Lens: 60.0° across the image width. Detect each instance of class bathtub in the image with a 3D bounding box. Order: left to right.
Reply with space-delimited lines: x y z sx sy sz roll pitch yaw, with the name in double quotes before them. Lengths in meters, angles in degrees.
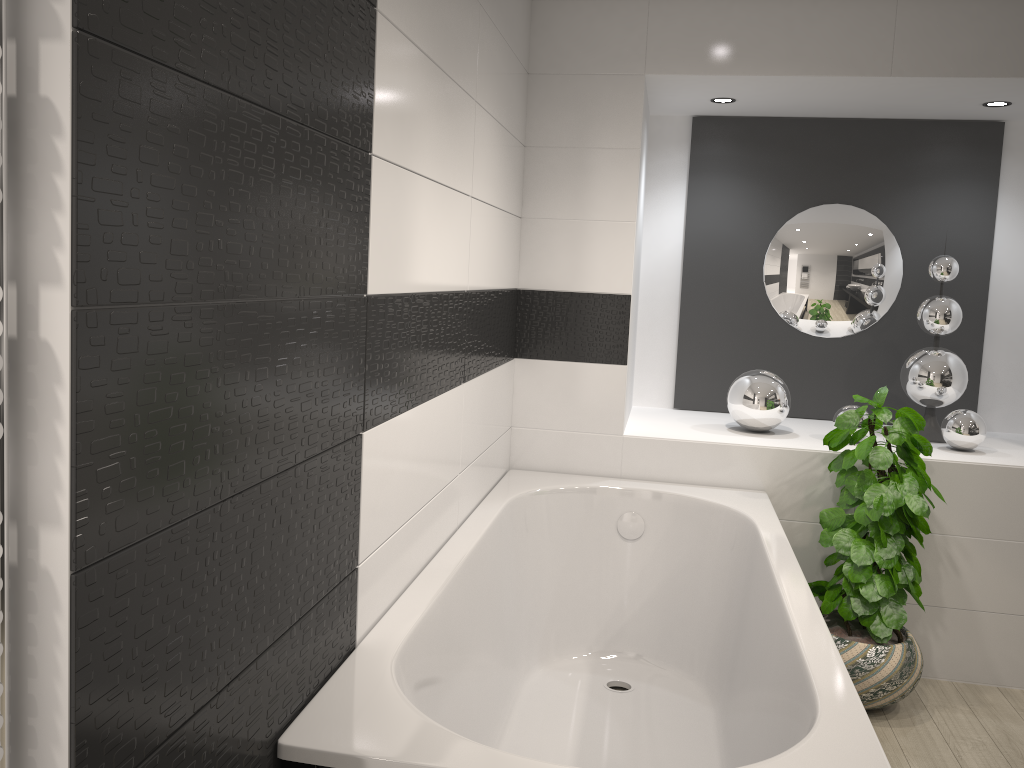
"bathtub" 0.279 0.837 2.471 1.008 0.674 2.186 4 7 10

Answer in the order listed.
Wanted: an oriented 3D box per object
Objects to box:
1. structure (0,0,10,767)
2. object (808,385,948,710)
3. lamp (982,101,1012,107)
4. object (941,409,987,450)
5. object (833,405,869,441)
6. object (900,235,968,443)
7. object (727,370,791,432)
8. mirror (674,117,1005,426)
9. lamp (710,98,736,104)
"structure" -0.738 -0.175 0.920 0.473 1.288 0.039 4 5 10
"object" 1.268 0.571 3.143 0.438 1.128 0.420 -2 7 -39
"lamp" 1.972 -1.137 3.603 0.105 0.004 0.106 0 8 -23
"object" 1.800 0.182 3.532 0.163 0.163 0.163 5 7 23
"object" 1.381 0.161 3.598 0.150 0.150 0.150 5 7 23
"object" 1.807 -0.214 3.762 0.261 0.895 0.261 5 6 23
"object" 1.042 0.070 3.745 0.261 0.260 0.261 5 7 23
"mirror" 1.481 -0.521 4.091 1.361 1.378 0.078 4 5 10
"lamp" 0.902 -1.212 3.789 0.105 0.004 0.106 2 7 -5
